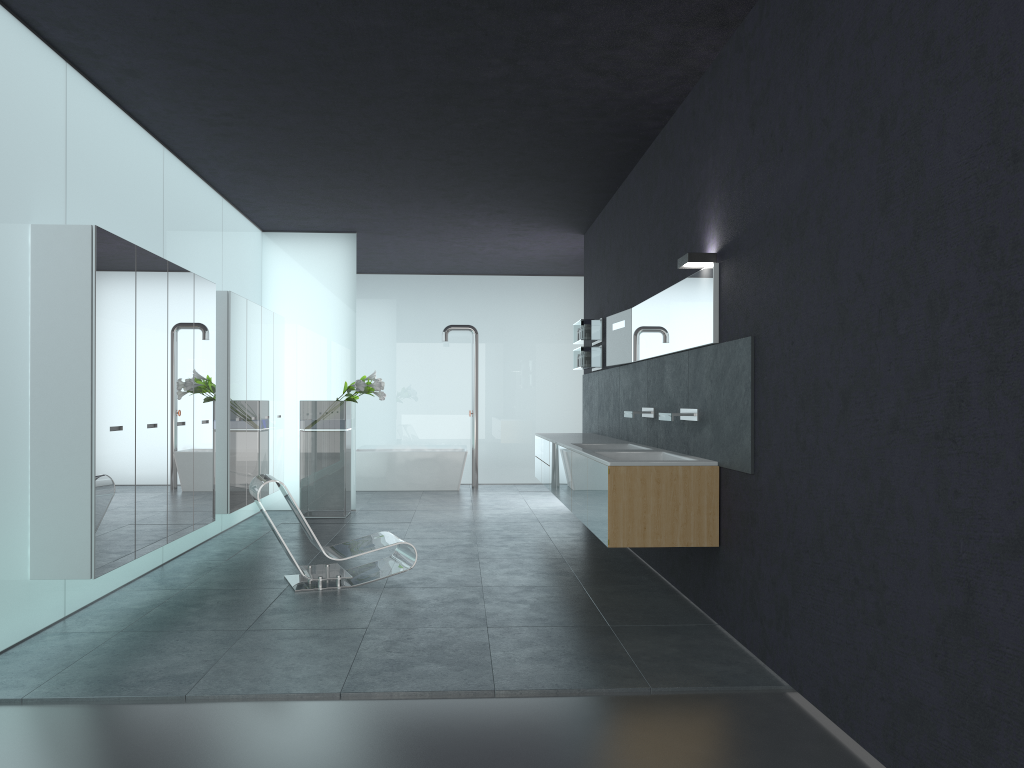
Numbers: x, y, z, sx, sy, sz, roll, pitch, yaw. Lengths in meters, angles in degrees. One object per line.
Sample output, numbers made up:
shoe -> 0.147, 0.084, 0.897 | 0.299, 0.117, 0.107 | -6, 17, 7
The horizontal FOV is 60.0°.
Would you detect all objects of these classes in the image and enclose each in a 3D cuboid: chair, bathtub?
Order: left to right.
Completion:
chair -> -1.470, 1.181, 7.267 | 1.261, 0.871, 0.629 | 0, -1, -22
bathtub -> -1.752, 1.364, 15.218 | 1.977, 0.858, 0.960 | 0, -1, -3

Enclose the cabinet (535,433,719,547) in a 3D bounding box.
cabinet -> 0.825, 0.846, 8.572 | 0.734, 0.556, 5.584 | 0, -1, -3

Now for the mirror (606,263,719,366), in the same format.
mirror -> 1.228, -0.496, 7.718 | 0.109, 0.532, 3.723 | 0, -1, -5

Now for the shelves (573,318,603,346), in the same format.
shelves -> 0.937, -0.642, 10.987 | 0.265, 0.285, 0.770 | 0, -1, -3

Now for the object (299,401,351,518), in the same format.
object -> -2.419, 0.962, 11.534 | 0.585, 1.491, 0.575 | 0, 0, -3

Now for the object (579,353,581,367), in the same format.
object -> 0.883, -0.290, 11.050 | 0.096, 0.184, 0.067 | 0, 0, 6

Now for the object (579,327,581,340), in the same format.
object -> 0.884, -0.618, 11.050 | 0.096, 0.184, 0.067 | 0, 0, 6

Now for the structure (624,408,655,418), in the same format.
structure -> 1.131, 0.256, 7.932 | 0.186, 0.088, 0.482 | 0, -1, -3

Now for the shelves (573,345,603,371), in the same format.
shelves -> 0.936, -0.314, 10.987 | 0.265, 0.285, 0.770 | 0, -1, -3

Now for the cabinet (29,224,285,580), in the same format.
cabinet -> -2.980, 0.177, 8.524 | 0.398, 2.215, 6.005 | 0, -1, -3

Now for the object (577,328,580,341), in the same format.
object -> 0.871, -0.613, 11.264 | 0.096, 0.184, 0.067 | 0, 0, -12

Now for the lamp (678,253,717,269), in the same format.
lamp -> 1.260, -0.839, 6.043 | 0.198, 0.066, 0.277 | 0, -1, -3

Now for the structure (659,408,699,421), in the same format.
structure -> 1.215, 0.225, 6.516 | 0.186, 0.088, 0.482 | 0, -1, -3

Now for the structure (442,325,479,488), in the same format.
structure -> -0.892, 0.415, 15.267 | 0.643, 2.872, 0.123 | 0, 0, -4

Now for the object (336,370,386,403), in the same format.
object -> -2.132, 0.191, 11.400 | 1.024, 0.779, 0.974 | 0, -1, -11

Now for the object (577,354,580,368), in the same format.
object -> 0.870, -0.285, 11.264 | 0.096, 0.184, 0.067 | 0, 0, -12
